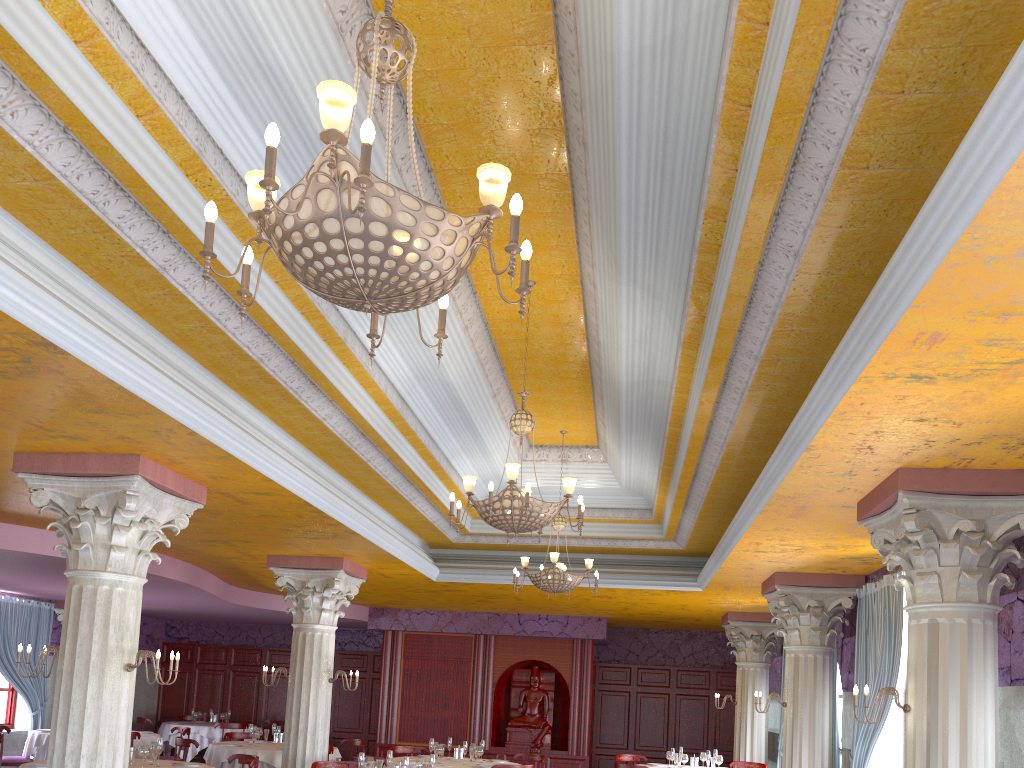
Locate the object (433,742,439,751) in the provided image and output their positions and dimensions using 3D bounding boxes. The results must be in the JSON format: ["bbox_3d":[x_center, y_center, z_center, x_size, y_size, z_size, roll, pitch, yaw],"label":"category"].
[{"bbox_3d":[-1.134,5.408,12.618,0.122,0.255,0.127,3,-8,-1],"label":"object"}]

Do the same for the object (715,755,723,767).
[{"bbox_3d":[3.148,5.785,13.028,0.122,0.255,0.127,0,-9,22],"label":"object"}]

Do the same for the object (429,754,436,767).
[{"bbox_3d":[-0.866,4.173,9.260,0.075,0.324,0.075,6,-7,-23],"label":"object"}]

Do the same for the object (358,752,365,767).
[{"bbox_3d":[-1.586,4.039,8.995,0.074,0.324,0.076,3,-6,-1],"label":"object"}]

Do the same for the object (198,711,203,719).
[{"bbox_3d":[-7.014,7.477,19.213,0.123,0.255,0.125,-5,-12,44],"label":"object"}]

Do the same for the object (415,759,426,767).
[{"bbox_3d":[-1.010,4.272,9.456,0.122,0.255,0.127,0,-9,22],"label":"object"}]

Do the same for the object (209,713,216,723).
[{"bbox_3d":[-6.657,7.433,19.077,0.145,0.204,0.074,5,-7,-12],"label":"object"}]

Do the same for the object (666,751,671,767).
[{"bbox_3d":[2.480,5.907,13.467,0.122,0.255,0.127,0,-9,22],"label":"object"}]

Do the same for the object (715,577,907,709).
[{"bbox_3d":[3.418,2.401,5.649,2.090,3.443,30.801,2,-20,8],"label":"object"}]

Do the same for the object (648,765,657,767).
[{"bbox_3d":[2.222,6.112,13.711,0.022,0.003,0.260,17,-24,-34],"label":"object"}]

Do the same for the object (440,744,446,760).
[{"bbox_3d":[-1.032,5.447,12.674,0.086,0.229,0.088,-2,-9,33],"label":"object"}]

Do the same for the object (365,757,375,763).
[{"bbox_3d":[-1.562,4.202,9.344,0.124,0.255,0.125,7,-9,-23],"label":"object"}]

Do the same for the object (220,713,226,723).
[{"bbox_3d":[-6.346,7.354,18.775,0.122,0.255,0.127,0,-9,22],"label":"object"}]

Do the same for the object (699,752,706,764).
[{"bbox_3d":[3.032,5.978,13.579,0.122,0.255,0.127,3,-8,-1],"label":"object"}]

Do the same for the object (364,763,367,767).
[{"bbox_3d":[-1.503,4.056,8.894,0.086,0.229,0.088,-2,-9,33],"label":"object"}]

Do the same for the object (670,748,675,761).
[{"bbox_3d":[2.456,5.745,13.118,0.074,0.324,0.075,-3,-9,44],"label":"object"}]

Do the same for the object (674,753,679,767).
[{"bbox_3d":[2.582,5.946,13.522,0.086,0.229,0.088,5,-7,-12],"label":"object"}]

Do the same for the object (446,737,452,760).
[{"bbox_3d":[-0.933,5.435,12.762,0.074,0.324,0.075,-3,-9,44],"label":"object"}]

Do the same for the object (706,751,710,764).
[{"bbox_3d":[2.951,5.689,12.891,0.074,0.324,0.075,-3,-9,44],"label":"object"}]

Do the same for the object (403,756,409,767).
[{"bbox_3d":[-1.091,3.984,8.768,0.074,0.324,0.075,-3,-9,44],"label":"object"}]

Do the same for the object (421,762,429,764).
[{"bbox_3d":[-0.953,4.251,9.353,0.085,0.229,0.089,2,-7,11],"label":"object"}]

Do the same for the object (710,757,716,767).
[{"bbox_3d":[3.045,5.772,12.971,0.086,0.229,0.088,5,-7,-12],"label":"object"}]

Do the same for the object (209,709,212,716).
[{"bbox_3d":[-6.813,7.504,19.357,0.074,0.324,0.076,3,-6,-1],"label":"object"}]

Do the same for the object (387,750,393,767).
[{"bbox_3d":[-1.361,4.229,9.487,0.074,0.324,0.075,-3,-9,44],"label":"object"}]

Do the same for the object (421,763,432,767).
[{"bbox_3d":[-0.894,4.079,8.905,0.124,0.255,0.125,7,-9,-23],"label":"object"}]

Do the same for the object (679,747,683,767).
[{"bbox_3d":[2.681,5.934,13.610,0.074,0.324,0.075,-3,-9,44],"label":"object"}]

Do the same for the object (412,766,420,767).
[{"bbox_3d":[-0.997,4.066,8.848,0.086,0.229,0.088,-2,-9,33],"label":"object"}]

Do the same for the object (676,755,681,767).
[{"bbox_3d":[2.538,5.761,13.017,0.086,0.229,0.088,5,-7,-12],"label":"object"}]

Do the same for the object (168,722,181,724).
[{"bbox_3d":[-7.291,7.329,18.517,0.314,0.023,0.329,7,-20,-11],"label":"object"}]

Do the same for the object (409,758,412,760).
[{"bbox_3d":[-1.500,5.460,12.466,0.162,0.009,0.164,15,-23,-30],"label":"object"}]

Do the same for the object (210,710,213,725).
[{"bbox_3d":[-6.543,7.258,18.638,0.074,0.324,0.076,3,-6,-1],"label":"object"}]

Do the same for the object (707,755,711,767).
[{"bbox_3d":[3.089,5.957,13.476,0.086,0.229,0.088,-2,-9,33],"label":"object"}]

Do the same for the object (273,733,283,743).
[{"bbox_3d":[-5.922,5.703,15.545,5.740,1.146,0.363,-11,-14,35],"label":"object"}]

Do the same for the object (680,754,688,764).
[{"bbox_3d":[2.596,5.714,12.915,0.124,0.255,0.125,7,-9,-23],"label":"object"}]

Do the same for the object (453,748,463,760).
[{"bbox_3d":[-0.777,5.364,12.483,0.145,0.204,0.074,5,-7,-12],"label":"object"}]

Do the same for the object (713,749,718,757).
[{"bbox_3d":[3.176,5.879,13.383,0.074,0.324,0.075,-3,-9,44],"label":"object"}]

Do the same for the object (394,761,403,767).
[{"bbox_3d":[-1.205,4.158,9.208,0.145,0.204,0.074,5,-7,-12],"label":"object"}]

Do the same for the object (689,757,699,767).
[{"bbox_3d":[2.837,5.863,13.331,0.145,0.204,0.074,5,-7,-12],"label":"object"}]

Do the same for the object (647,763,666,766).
[{"bbox_3d":[2.338,6.154,13.841,0.312,0.023,0.331,0,-20,8],"label":"object"}]

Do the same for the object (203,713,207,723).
[{"bbox_3d":[-6.913,7.515,19.268,0.086,0.229,0.088,5,-7,-12],"label":"object"}]

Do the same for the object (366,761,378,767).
[{"bbox_3d":[-1.446,4.009,8.792,0.122,0.255,0.127,3,-8,-1],"label":"object"}]

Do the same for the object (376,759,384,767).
[{"bbox_3d":[-1.460,4.241,9.399,0.085,0.229,0.089,2,-7,11],"label":"object"}]

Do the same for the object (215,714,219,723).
[{"bbox_3d":[-6.449,7.341,18.717,0.086,0.229,0.088,5,-7,-12],"label":"object"}]
